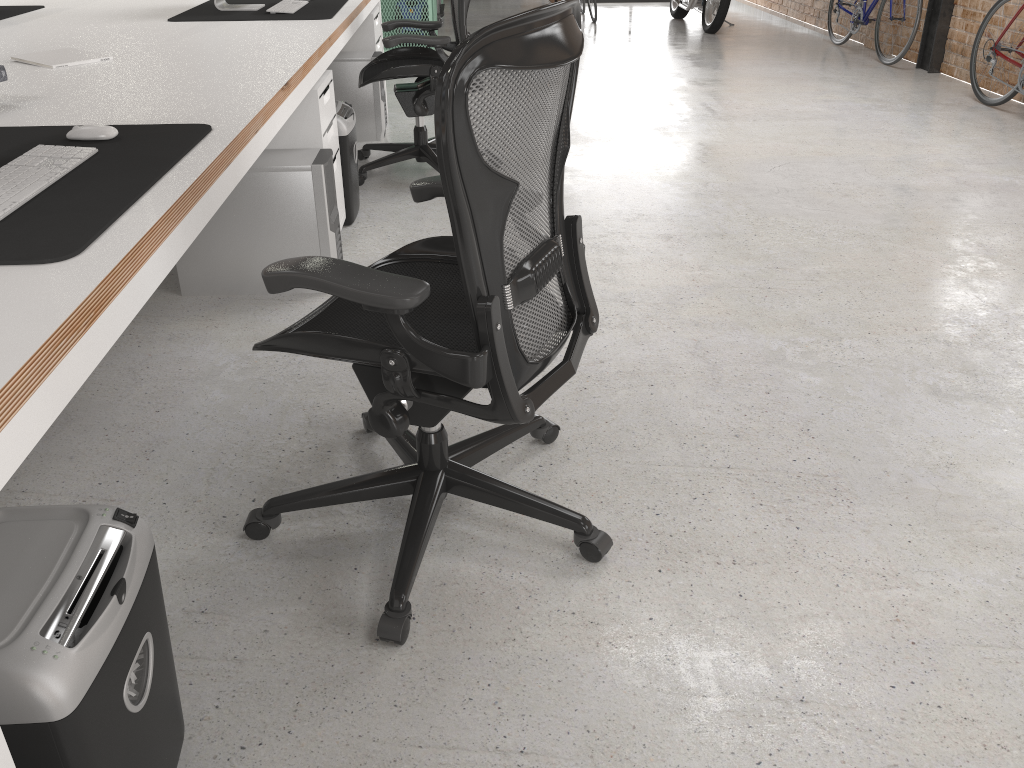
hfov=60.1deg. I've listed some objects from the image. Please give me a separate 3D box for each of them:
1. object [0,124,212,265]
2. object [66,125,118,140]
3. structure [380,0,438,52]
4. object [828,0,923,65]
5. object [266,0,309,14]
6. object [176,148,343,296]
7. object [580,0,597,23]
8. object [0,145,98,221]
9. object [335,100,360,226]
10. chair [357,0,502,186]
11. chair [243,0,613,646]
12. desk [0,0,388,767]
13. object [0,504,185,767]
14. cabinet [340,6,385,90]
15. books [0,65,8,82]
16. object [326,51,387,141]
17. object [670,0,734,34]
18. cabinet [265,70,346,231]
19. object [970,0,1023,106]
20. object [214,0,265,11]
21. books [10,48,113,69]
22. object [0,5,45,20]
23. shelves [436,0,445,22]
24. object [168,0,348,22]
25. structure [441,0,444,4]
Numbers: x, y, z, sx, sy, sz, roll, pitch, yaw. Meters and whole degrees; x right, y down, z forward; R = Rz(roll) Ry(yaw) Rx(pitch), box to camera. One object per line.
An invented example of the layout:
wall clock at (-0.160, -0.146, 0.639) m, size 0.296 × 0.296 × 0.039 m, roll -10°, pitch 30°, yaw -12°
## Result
object at (-0.998, -0.374, 1.633) m, size 0.687 × 0.008 × 0.866 m, roll -2°, pitch 29°, yaw -2°
object at (-0.896, -0.538, 1.889) m, size 0.106 × 0.028 × 0.060 m, roll -2°, pitch 29°, yaw -3°
structure at (-0.967, -4.092, 7.796) m, size 0.556 × 2.057 × 1.141 m, roll -2°, pitch 28°, yaw -2°
object at (3.003, -3.281, 7.358) m, size 0.402 × 1.019 × 1.773 m, roll -4°, pitch 29°, yaw -7°
object at (-1.027, -1.735, 4.069) m, size 0.118 × 0.017 × 0.448 m, roll -2°, pitch 29°, yaw -2°
object at (-0.882, -0.563, 3.079) m, size 0.541 × 0.445 × 0.225 m, roll -2°, pitch 28°, yaw -2°
object at (0.811, -4.787, 10.298) m, size 0.410 × 1.012 × 1.770 m, roll 1°, pitch 29°, yaw 3°
object at (-0.887, -0.370, 1.599) m, size 0.118 × 0.017 × 0.448 m, roll -2°, pitch 29°, yaw -2°
object at (-0.775, -0.931, 3.732) m, size 0.250 × 0.456 × 0.345 m, roll -2°, pitch 28°, yaw -2°
chair at (-0.440, -1.539, 4.201) m, size 0.795 × 1.063 × 0.784 m, roll -12°, pitch 30°, yaw -21°
chair at (-0.178, -0.170, 1.722) m, size 0.792 × 1.063 × 0.786 m, roll 2°, pitch 28°, yaw 5°
desk at (-1.818, -0.771, 3.144) m, size 2.312 × 0.754 × 5.217 m, roll -2°, pitch 29°, yaw -2°
object at (-0.633, 0.445, 1.241) m, size 0.250 × 0.456 × 0.345 m, roll -2°, pitch 28°, yaw -2°
cabinet at (-1.010, -1.867, 5.241) m, size 0.460 × 0.635 × 0.395 m, roll -2°, pitch 28°, yaw -2°
books at (-1.401, -0.733, 2.148) m, size 0.193 × 0.044 × 0.262 m, roll 7°, pitch 30°, yaw 13°
object at (-0.991, -1.619, 4.991) m, size 0.541 × 0.445 × 0.225 m, roll -2°, pitch 28°, yaw -2°
object at (2.087, -4.536, 9.471) m, size 0.814 × 1.332 × 2.218 m, roll -7°, pitch 29°, yaw -13°
cabinet at (-0.901, -0.810, 3.329) m, size 0.460 × 0.635 × 0.395 m, roll -2°, pitch 28°, yaw -2°
object at (3.134, -2.006, 5.051) m, size 0.402 × 1.019 × 1.773 m, roll -4°, pitch 29°, yaw -7°
object at (-1.252, -1.944, 3.978) m, size 0.189 × 0.475 × 0.494 m, roll -2°, pitch 28°, yaw -2°
books at (-1.447, -1.048, 2.846) m, size 0.245 × 0.019 × 0.208 m, roll 18°, pitch 34°, yaw 30°
object at (-2.537, -1.588, 3.844) m, size 0.687 × 0.008 × 0.866 m, roll -2°, pitch 29°, yaw -3°
shelves at (-1.017, -4.299, 9.424) m, size 0.567 × 0.838 × 1.005 m, roll -2°, pitch 28°, yaw -2°
object at (-1.139, -1.739, 4.103) m, size 0.687 × 0.008 × 0.866 m, roll -2°, pitch 29°, yaw -3°
structure at (-1.123, -5.608, 10.538) m, size 0.556 × 2.057 × 1.141 m, roll -2°, pitch 28°, yaw -2°
